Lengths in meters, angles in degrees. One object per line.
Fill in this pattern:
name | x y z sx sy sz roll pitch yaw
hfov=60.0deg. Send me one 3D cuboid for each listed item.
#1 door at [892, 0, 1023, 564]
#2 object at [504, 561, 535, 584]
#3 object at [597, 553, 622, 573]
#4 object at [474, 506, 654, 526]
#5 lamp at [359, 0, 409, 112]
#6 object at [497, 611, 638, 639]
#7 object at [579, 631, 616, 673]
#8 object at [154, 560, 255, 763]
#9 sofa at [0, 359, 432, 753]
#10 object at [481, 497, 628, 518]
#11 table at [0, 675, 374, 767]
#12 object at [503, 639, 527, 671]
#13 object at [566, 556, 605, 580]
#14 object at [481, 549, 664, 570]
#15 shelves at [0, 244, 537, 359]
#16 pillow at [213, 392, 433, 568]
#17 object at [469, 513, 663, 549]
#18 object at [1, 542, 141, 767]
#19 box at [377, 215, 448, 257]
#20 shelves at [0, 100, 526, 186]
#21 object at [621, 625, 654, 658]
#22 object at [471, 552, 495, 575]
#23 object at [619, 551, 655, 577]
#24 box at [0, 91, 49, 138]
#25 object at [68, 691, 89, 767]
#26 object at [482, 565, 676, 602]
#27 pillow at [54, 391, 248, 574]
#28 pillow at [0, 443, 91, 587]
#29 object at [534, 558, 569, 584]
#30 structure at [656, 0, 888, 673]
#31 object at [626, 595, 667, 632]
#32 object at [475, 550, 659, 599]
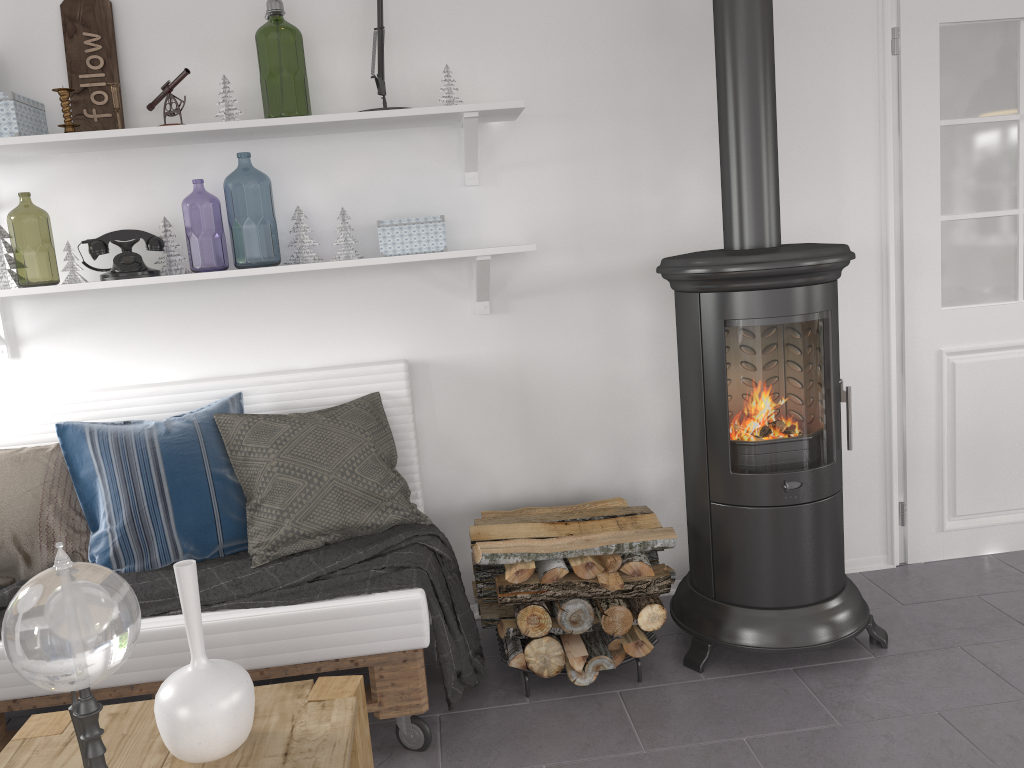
door | 1.767 -0.374 3.074 0.902 2.013 0.101 -6 9 -5
object | 0.013 0.491 2.636 0.098 0.061 0.467 -6 9 -4
object | 0.258 0.470 2.651 0.044 0.034 0.425 -6 9 -6
object | 0.156 0.425 2.708 0.541 0.070 0.101 -6 9 -4
lamp | -0.436 -1.120 2.489 0.196 0.703 0.439 -2 9 15
object | 0.194 0.688 2.563 0.468 0.069 0.095 -6 9 -5
object | 0.213 0.715 2.698 0.097 0.056 0.562 -6 9 -5
object | -0.506 0.445 1.434 0.155 0.325 0.155 -11 11 -34
sofa | -1.151 0.683 1.485 2.017 0.932 2.855 -6 9 -5
object | 0.139 0.414 2.791 0.467 0.063 0.095 -6 9 -5
table | -0.489 0.925 0.986 0.607 0.485 1.457 -6 9 -5
object | -0.014 0.728 2.728 0.052 0.056 0.561 -6 9 -5
object | 0.185 0.475 2.657 0.096 0.068 0.467 -6 9 -6
object | 0.180 0.502 2.718 0.562 0.057 0.097 -6 9 -6
shelves | -0.835 -0.239 2.685 1.820 0.212 0.269 -6 9 -5
pillow | -0.545 0.261 2.566 0.519 0.395 0.334 -10 10 -27
object | 0.157 0.438 2.604 0.562 0.074 0.095 -6 9 -4
object | -0.534 0.424 1.122 0.155 0.468 0.155 -9 10 -26
box | -0.305 -0.452 2.718 0.202 0.110 0.137 -6 9 -5
shelves | -0.869 -0.642 2.619 1.820 0.212 0.269 -6 9 -5
object | 0.332 0.711 2.708 0.096 0.060 0.467 -6 9 -5
object | 0.148 0.541 2.740 0.539 0.070 0.101 -6 9 -4
object | 0.327 0.463 2.667 0.098 0.088 0.466 -6 9 -4
box | -1.558 -0.750 2.574 0.332 0.131 0.242 -6 9 -5
object | -0.638 0.475 1.298 0.109 0.329 0.109 -12 11 -36
object | 0.192 0.581 2.591 0.562 0.063 0.095 -6 9 -4
pillow | -0.969 0.283 2.510 0.526 0.428 0.311 -9 10 -26
pillow | -1.371 0.374 2.493 0.521 0.381 0.366 -6 9 -8
object | 0.096 0.484 2.649 0.098 0.060 0.467 -5 9 -2
structure | 0.565 -1.628 2.381 0.643 4.887 0.626 -10 10 -29
object | 0.361 0.591 2.709 0.118 0.142 0.520 -5 9 -2
object | 0.159 0.544 2.612 0.538 0.082 0.099 -6 9 -6
